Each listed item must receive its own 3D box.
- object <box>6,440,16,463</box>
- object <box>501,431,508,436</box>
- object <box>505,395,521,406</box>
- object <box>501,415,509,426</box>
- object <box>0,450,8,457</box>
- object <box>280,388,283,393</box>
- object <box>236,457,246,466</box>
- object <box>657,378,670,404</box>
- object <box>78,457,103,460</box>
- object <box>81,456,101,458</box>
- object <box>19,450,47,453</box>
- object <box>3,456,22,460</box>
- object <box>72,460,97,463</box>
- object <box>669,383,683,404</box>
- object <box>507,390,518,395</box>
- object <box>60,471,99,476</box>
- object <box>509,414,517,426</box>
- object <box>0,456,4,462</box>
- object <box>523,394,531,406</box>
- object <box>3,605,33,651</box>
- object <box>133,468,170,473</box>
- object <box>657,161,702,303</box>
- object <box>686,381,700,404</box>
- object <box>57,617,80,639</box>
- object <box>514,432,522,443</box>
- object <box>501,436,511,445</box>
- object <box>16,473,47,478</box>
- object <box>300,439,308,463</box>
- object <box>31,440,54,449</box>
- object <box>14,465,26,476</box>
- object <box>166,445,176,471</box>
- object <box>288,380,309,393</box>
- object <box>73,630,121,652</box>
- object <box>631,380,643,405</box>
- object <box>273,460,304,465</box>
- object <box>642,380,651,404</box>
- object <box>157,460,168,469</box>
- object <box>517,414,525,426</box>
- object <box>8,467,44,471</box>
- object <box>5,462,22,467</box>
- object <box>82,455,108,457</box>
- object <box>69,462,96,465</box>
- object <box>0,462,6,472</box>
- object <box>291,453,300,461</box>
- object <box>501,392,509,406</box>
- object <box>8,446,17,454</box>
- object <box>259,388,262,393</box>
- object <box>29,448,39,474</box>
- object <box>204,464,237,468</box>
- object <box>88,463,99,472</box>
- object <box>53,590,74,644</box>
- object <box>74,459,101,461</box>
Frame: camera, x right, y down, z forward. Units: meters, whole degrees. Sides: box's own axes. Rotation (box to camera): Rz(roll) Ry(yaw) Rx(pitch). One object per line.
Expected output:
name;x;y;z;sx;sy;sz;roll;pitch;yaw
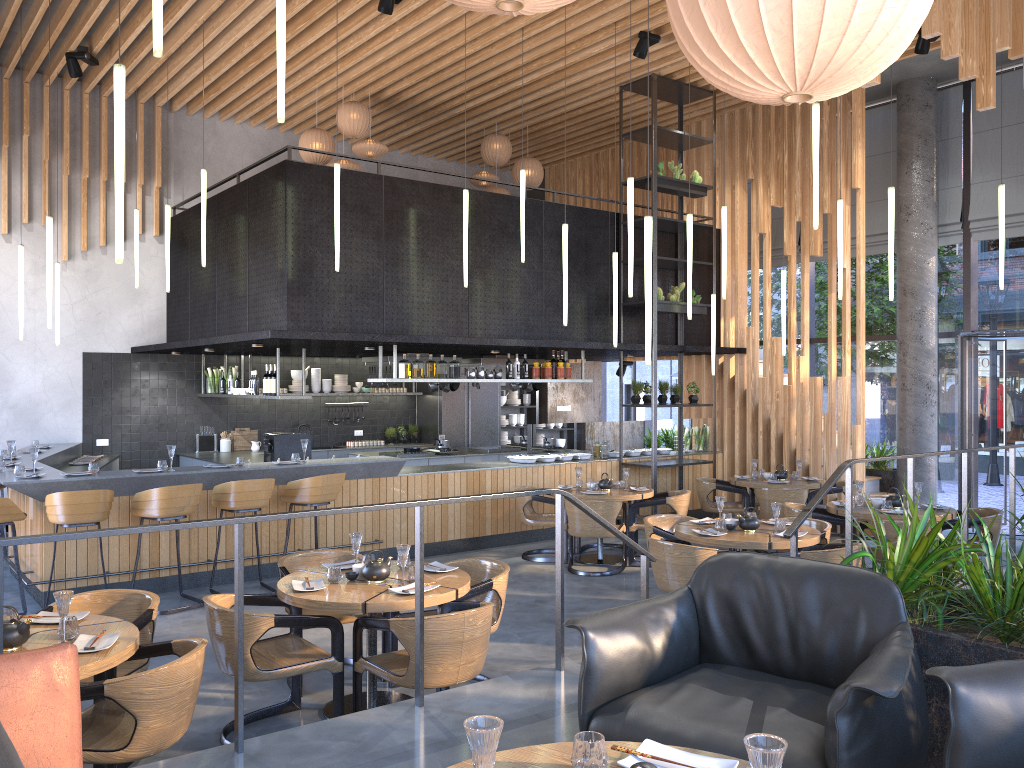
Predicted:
object;-4.870;0.665;8.621;0.082;0.227;0.082;0;0;25
object;-0.172;0.877;15.629;0.204;0.106;0.204;0;0;19
object;0.010;0.292;15.837;0.304;0.195;0.300;0;0;-26
object;-0.212;0.650;15.670;0.304;0.195;0.300;0;0;-26
object;-5.354;0.736;9.329;0.086;0.086;0.086;0;0;13
object;-3.430;0.098;13.165;0.062;0.078;0.062;0;0;-42
object;-2.566;0.736;8.392;0.086;0.086;0.086;0;0;28
object;1.988;0.079;11.612;0.186;0.367;0.196;0;0;8
object;-5.312;0.945;11.172;0.294;0.025;0.170;0;0;-21
object;-5.374;0.945;11.373;0.294;0.025;0.170;0;0;-21
object;-5.460;0.766;10.062;0.294;0.025;0.170;0;0;1
object;-5.206;0.766;9.212;0.170;0.025;0.294;0;0;-11
object;-5.161;0.945;10.747;0.294;0.025;0.170;0;0;-21
object;2.178;0.121;11.781;0.211;0.283;0.221;0;0;-24
object;0.011;0.159;15.840;0.204;0.106;0.204;0;0;19
object;-3.676;0.766;7.568;0.294;0.025;0.170;0;0;-44
object;0.013;0.640;15.828;0.143;0.214;0.149;0;0;-8
object;-4.955;0.736;8.554;0.086;0.086;0.086;0;0;-10
object;0.268;0.283;15.951;0.143;0.214;0.149;0;0;-8
object;-2.146;1.035;3.784;0.168;0.179;0.163;0;0;-33
object;-3.177;0.766;7.838;0.294;0.025;0.170;0;0;-39
object;2.102;-1.933;11.331;0.922;1.819;0.232;0;0;-37
object;2.385;0.107;11.683;0.172;0.311;0.179;0;0;19
object;-1.963;1.081;3.925;0.086;0.086;0.086;0;0;-14
object;0.153;0.983;15.799;0.249;0.243;0.248;0;0;9
object;-0.173;1.010;15.626;0.304;0.195;0.300;0;0;-26
object;-4.014;0.766;7.427;0.170;0.025;0.294;0;0;-12
object;-2.059;0.665;8.794;0.082;0.227;0.082;0;0;-3
object;-5.741;0.736;10.797;0.269;0.086;0.319;0;0;-12
object;-4.177;0.736;7.524;0.086;0.086;0.086;0;0;-10
object;-3.067;0.665;7.983;0.082;0.227;0.082;0;0;-3
object;-3.220;0.042;13.397;0.304;0.195;0.300;0;0;-26
object;-1.799;1.112;3.828;0.170;0.025;0.294;0;0;-12
object;1.597;0.079;11.317;0.186;0.367;0.196;0;0;8
object;-2.169;0.766;8.650;0.294;0.025;0.170;0;0;-39
object;1.740;0.107;11.487;0.172;0.311;0.179;0;0;-26
object;-3.166;0.736;8.028;0.086;0.086;0.086;0;0;-37
object;0.155;0.640;15.936;0.143;0.214;0.149;0;0;-8
object;-4.408;0.766;8.010;0.294;0.025;0.170;0;0;1
object;-4.791;0.766;8.457;0.170;0.025;0.294;0;0;-12
object;-5.437;0.945;11.574;0.294;0.025;0.170;0;0;-21
object;-5.096;0.945;10.527;0.294;0.025;0.170;0;0;-21
object;-4.553;0.736;7.890;0.086;0.086;0.086;0;0;29
object;-2.158;0.736;8.840;0.086;0.086;0.086;0;0;-37
object;-0.220;0.266;15.591;0.249;0.243;0.248;0;0;-36
object;-5.604;0.736;9.942;0.086;0.086;0.086;0;0;25
object;-3.694;0.098;12.965;0.062;0.078;0.062;0;0;-42
object;-4.092;0.665;7.592;0.082;0.227;0.082;0;0;25
object;-2.709;0.766;8.270;0.294;0.025;0.170;0;0;0
object;-3.659;0.736;7.755;0.086;0.086;0.086;0;0;-16
object;-1.933;1.011;3.823;0.082;0.227;0.082;0;0;25
object;-5.241;0.945;10.956;0.294;0.025;0.170;0;0;-21
